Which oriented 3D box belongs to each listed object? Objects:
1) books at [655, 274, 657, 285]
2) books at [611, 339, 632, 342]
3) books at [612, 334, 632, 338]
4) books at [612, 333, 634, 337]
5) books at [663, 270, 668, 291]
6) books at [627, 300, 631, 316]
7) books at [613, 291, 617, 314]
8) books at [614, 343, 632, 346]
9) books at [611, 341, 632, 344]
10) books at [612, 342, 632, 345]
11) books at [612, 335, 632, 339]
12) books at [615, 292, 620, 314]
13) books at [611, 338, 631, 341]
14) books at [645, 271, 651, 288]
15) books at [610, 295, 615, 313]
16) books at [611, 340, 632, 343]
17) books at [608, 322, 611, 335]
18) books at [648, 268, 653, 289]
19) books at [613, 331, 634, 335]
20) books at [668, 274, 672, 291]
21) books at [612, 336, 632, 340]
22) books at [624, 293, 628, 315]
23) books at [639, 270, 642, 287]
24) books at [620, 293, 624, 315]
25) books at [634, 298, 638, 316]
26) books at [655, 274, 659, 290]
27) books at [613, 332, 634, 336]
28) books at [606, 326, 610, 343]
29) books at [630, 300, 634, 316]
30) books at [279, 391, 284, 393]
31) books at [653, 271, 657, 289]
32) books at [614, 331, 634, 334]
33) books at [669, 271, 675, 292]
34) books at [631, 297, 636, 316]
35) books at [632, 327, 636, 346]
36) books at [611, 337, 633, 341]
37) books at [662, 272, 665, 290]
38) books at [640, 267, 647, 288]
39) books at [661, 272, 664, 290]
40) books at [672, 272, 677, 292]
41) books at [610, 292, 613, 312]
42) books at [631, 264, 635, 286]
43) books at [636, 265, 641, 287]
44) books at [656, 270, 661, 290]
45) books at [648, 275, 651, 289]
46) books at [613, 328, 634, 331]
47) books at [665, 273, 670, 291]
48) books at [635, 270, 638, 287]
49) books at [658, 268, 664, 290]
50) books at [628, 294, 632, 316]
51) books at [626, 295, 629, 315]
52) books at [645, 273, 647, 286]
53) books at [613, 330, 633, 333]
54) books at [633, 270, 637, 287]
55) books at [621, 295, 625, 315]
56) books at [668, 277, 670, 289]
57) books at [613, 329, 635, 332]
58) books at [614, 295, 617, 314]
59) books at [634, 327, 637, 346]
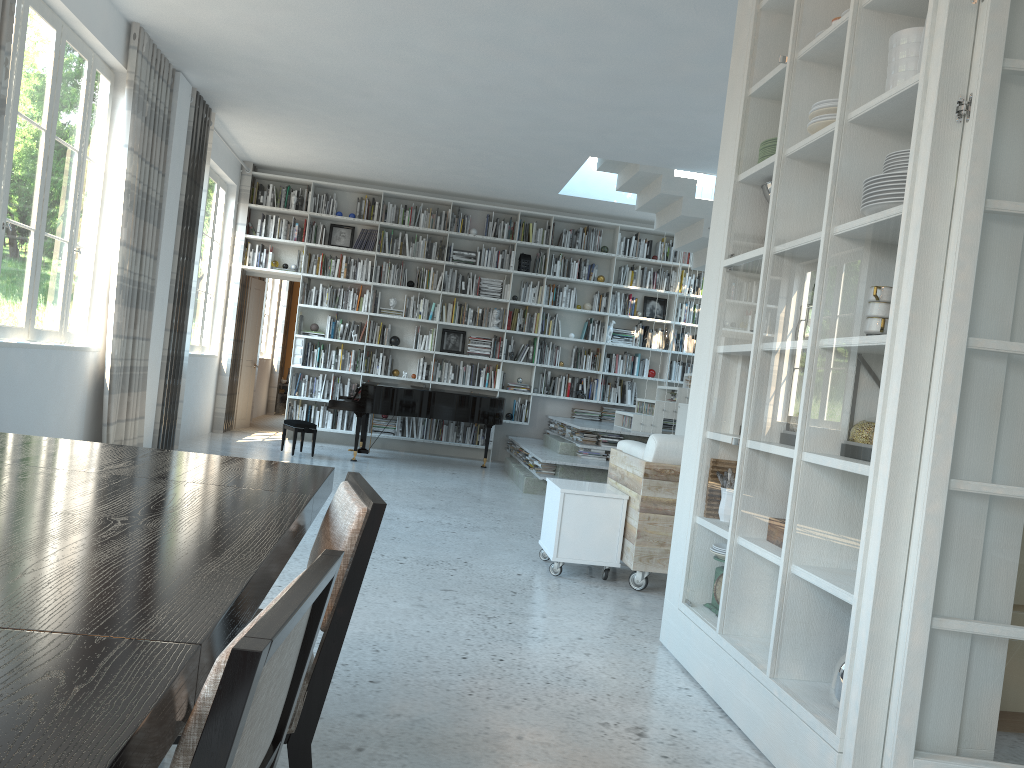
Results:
[{"bbox_3d":[1.804,-1.291,11.302,0.013,0.216,0.177,7,1,-7],"label":"books"},{"bbox_3d":[1.380,-0.547,11.279,0.254,0.012,0.161,7,0,-3],"label":"books"},{"bbox_3d":[1.391,-0.608,11.276,0.254,0.012,0.161,7,0,-2],"label":"books"},{"bbox_3d":[1.392,-0.620,11.280,0.285,0.012,0.159,7,0,-10],"label":"books"},{"bbox_3d":[1.932,-1.304,11.302,0.036,0.272,0.177,7,1,-7],"label":"books"},{"bbox_3d":[1.464,-0.958,11.258,0.013,0.207,0.189,7,1,-7],"label":"books"},{"bbox_3d":[1.289,-1.026,11.260,0.015,0.301,0.140,7,1,-7],"label":"books"},{"bbox_3d":[1.375,-0.499,11.277,0.285,0.012,0.159,7,0,-12],"label":"books"},{"bbox_3d":[1.378,-0.523,11.279,0.254,0.012,0.161,7,0,-11],"label":"books"},{"bbox_3d":[1.376,-0.511,11.279,0.285,0.012,0.159,7,0,-3],"label":"books"},{"bbox_3d":[1.387,-0.596,11.287,0.254,0.012,0.161,7,0,-7],"label":"books"},{"bbox_3d":[1.339,-1.014,11.262,0.065,0.289,0.145,7,1,-7],"label":"books"},{"bbox_3d":[1.381,-0.560,11.283,0.254,0.012,0.161,7,0,-5],"label":"books"},{"bbox_3d":[1.709,-1.310,11.269,0.030,0.230,0.187,7,1,-7],"label":"books"},{"bbox_3d":[1.262,-1.006,11.271,0.030,0.253,0.128,7,1,-7],"label":"books"},{"bbox_3d":[1.379,-0.535,11.276,0.285,0.012,0.159,7,0,-2],"label":"books"},{"bbox_3d":[1.227,-0.646,11.269,0.028,0.267,0.137,7,1,-7],"label":"books"},{"bbox_3d":[1.763,-1.330,11.302,0.048,0.283,0.162,7,1,-7],"label":"books"},{"bbox_3d":[1.396,-0.643,11.275,0.285,0.012,0.159,7,0,-12],"label":"books"},{"bbox_3d":[2.000,-1.277,11.328,0.022,0.234,0.158,7,1,-7],"label":"books"},{"bbox_3d":[1.386,-0.583,11.276,0.254,0.012,0.161,7,0,-12],"label":"books"},{"bbox_3d":[1.436,-1.002,11.266,0.012,0.287,0.176,7,1,-7],"label":"books"},{"bbox_3d":[1.614,-1.325,11.282,0.025,0.238,0.142,7,1,-7],"label":"books"},{"bbox_3d":[1.380,-1.007,11.274,0.012,0.285,0.159,7,1,-7],"label":"books"},{"bbox_3d":[1.553,-0.966,11.273,0.026,0.244,0.177,7,1,-7],"label":"books"},{"bbox_3d":[1.827,-1.289,11.294,0.031,0.217,0.165,7,1,-7],"label":"books"},{"bbox_3d":[1.394,-0.632,11.282,0.285,0.012,0.159,7,0,-5],"label":"books"},{"bbox_3d":[1.201,-0.626,11.236,0.027,0.221,0.184,7,1,-7],"label":"books"},{"bbox_3d":[1.499,-0.957,11.277,0.033,0.213,0.152,7,1,-7],"label":"books"},{"bbox_3d":[-3.939,0.133,14.929,0.128,0.030,0.182,7,0,15],"label":"books"},{"bbox_3d":[1.794,-1.304,11.283,0.014,0.240,0.189,7,1,-7],"label":"books"},{"bbox_3d":[1.396,-0.655,11.282,0.285,0.012,0.159,7,0,-5],"label":"books"},{"bbox_3d":[2.027,-1.299,11.327,0.026,0.284,0.147,7,1,-7],"label":"books"},{"bbox_3d":[1.529,-0.974,11.280,0.021,0.253,0.167,7,1,-7],"label":"books"},{"bbox_3d":[1.543,-0.601,11.295,0.012,0.254,0.161,7,1,-7],"label":"books"},{"bbox_3d":[1.384,-0.571,11.283,0.285,0.012,0.159,7,0,-9],"label":"books"},{"bbox_3d":[1.907,-1.296,11.309,0.011,0.249,0.152,7,1,-7],"label":"books"},{"bbox_3d":[1.649,-1.334,11.234,0.032,0.265,0.245,7,1,-7],"label":"books"},{"bbox_3d":[1.893,-1.298,11.321,0.014,0.249,0.162,7,1,-7],"label":"books"},{"bbox_3d":[2.054,-1.286,11.328,0.031,0.265,0.169,7,1,-7],"label":"books"},{"bbox_3d":[1.235,-1.024,11.259,0.031,0.284,0.137,7,1,-7],"label":"books"},{"bbox_3d":[1.521,-1.365,11.267,0.011,0.296,0.162,7,1,-7],"label":"books"},{"bbox_3d":[1.593,-1.353,11.269,0.026,0.288,0.156,7,1,-7],"label":"books"},{"bbox_3d":[1.855,-1.309,11.306,0.023,0.264,0.156,7,1,-7],"label":"books"},{"bbox_3d":[1.729,-1.290,11.319,0.027,0.196,0.130,7,1,-7],"label":"books"},{"bbox_3d":[1.401,-0.691,11.281,0.285,0.012,0.159,7,0,-5],"label":"books"},{"bbox_3d":[1.962,-1.285,11.314,0.030,0.241,0.162,7,1,-7],"label":"books"},{"bbox_3d":[1.563,-1.330,11.287,0.024,0.236,0.146,7,1,-7],"label":"books"},{"bbox_3d":[1.880,-1.322,11.294,0.022,0.294,0.180,7,1,-7],"label":"books"},{"bbox_3d":[1.481,-0.995,11.270,0.014,0.285,0.175,7,1,-7],"label":"books"},{"bbox_3d":[1.448,-0.990,11.282,0.020,0.267,0.152,7,1,-7],"label":"books"},{"bbox_3d":[1.683,-1.308,11.295,0.013,0.221,0.145,7,1,-7],"label":"books"},{"bbox_3d":[1.398,-0.667,11.281,0.254,0.012,0.161,7,0,-5],"label":"books"},{"bbox_3d":[1.537,-1.327,11.270,0.030,0.224,0.157,7,1,-7],"label":"books"},{"bbox_3d":[1.405,-0.996,11.287,0.043,0.269,0.131,7,1,-7],"label":"books"},{"bbox_3d":[1.982,-1.285,11.334,0.014,0.246,0.142,7,1,-7],"label":"books"},{"bbox_3d":[1.399,-0.679,11.281,0.285,0.012,0.159,7,0,-9],"label":"books"},{"bbox_3d":[1.299,-0.998,11.253,0.011,0.248,0.155,7,1,-7],"label":"books"},{"bbox_3d":[1.558,-0.596,11.314,0.023,0.247,0.138,7,1,-7],"label":"books"}]
